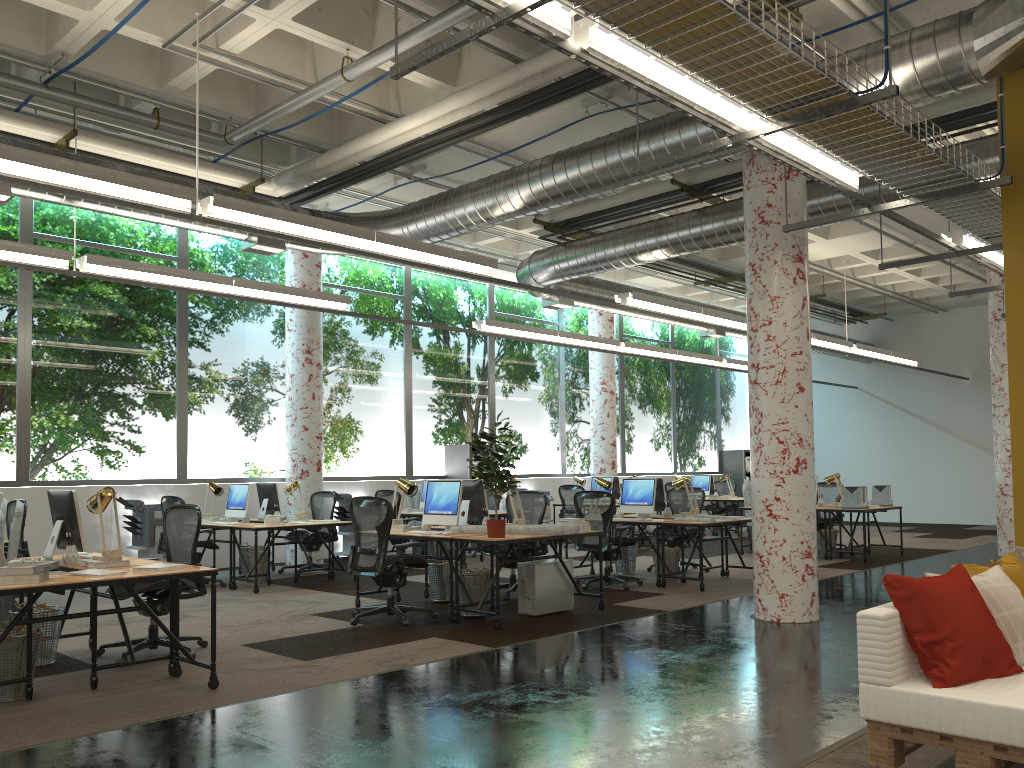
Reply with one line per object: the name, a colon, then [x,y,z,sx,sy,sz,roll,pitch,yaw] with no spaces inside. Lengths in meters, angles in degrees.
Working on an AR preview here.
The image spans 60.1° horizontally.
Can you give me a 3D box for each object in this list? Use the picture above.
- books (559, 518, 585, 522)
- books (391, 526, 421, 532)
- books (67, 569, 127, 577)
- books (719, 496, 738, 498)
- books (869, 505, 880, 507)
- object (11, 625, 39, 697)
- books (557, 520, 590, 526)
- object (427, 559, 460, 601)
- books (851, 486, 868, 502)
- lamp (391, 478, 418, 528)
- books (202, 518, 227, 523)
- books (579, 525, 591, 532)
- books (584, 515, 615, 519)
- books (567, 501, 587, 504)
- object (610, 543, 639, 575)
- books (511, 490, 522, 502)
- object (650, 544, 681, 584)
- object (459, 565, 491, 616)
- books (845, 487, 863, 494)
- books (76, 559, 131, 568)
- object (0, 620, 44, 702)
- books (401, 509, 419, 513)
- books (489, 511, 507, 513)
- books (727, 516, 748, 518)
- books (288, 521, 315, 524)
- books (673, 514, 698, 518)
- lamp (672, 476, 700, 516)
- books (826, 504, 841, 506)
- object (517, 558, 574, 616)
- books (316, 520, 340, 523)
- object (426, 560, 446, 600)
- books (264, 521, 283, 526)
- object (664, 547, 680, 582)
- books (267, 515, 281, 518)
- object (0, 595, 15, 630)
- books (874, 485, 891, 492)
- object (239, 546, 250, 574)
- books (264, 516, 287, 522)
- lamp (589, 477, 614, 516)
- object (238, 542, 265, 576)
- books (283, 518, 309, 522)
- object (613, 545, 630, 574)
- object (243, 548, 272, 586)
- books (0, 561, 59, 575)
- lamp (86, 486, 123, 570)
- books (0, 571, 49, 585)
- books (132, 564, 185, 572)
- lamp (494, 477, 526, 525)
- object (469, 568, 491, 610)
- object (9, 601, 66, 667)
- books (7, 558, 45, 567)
books: [0.552,1.250,8.157,0.185,0.030,0.153,-6,-8,42]
books: [-1.061,1.394,8.542,0.309,0.038,0.226,-6,-8,44]
books: [-2.418,1.101,5.167,0.243,0.019,0.206,-3,-6,21]
books: [4.510,2.355,18.467,0.309,0.038,0.226,-6,-8,44]
books: [5.297,1.800,13.044,0.200,0.024,0.236,-3,-6,17]
object: [-2.912,1.650,5.288,0.235,0.402,0.120,-4,-5,45]
books: [0.564,1.282,8.166,0.193,0.044,0.258,2,-7,-28]
object: [-0.697,1.958,8.933,0.359,0.434,0.354,-4,-5,40]
books: [4.947,1.618,12.643,0.234,0.309,0.068,-5,-5,44]
lamp: [-1.089,1.217,8.579,0.219,0.609,0.529,1,-4,-26]
books: [-3.766,1.719,11.165,0.309,0.038,0.226,-6,-8,44]
books: [0.559,1.327,8.137,0.272,0.050,0.201,-6,-8,41]
books: [1.073,1.621,10.835,0.309,0.038,0.226,-6,-8,44]
books: [1.187,2.174,16.264,0.309,0.038,0.226,-6,-8,44]
object: [1.437,2.185,11.225,0.359,0.434,0.354,-4,-5,40]
books: [0.042,1.724,13.048,0.234,0.309,0.068,-5,-5,44]
object: [1.784,2.083,10.267,0.359,0.434,0.354,-4,-5,40]
object: [-0.351,1.855,7.975,0.359,0.434,0.354,-4,-5,40]
books: [4.844,1.609,12.537,0.234,0.309,0.068,-5,-5,44]
books: [-2.621,1.144,5.678,0.309,0.038,0.226,-6,-8,44]
object: [-2.971,1.632,5.236,0.359,0.434,0.354,-4,-5,40]
books: [-1.590,1.919,13.406,0.309,0.038,0.226,-6,-8,44]
books: [-0.209,1.851,12.830,0.200,0.024,0.236,-3,-6,17]
books: [2.634,1.576,10.475,0.243,0.019,0.206,0,-6,-8]
books: [-2.503,1.649,10.529,0.243,0.019,0.206,-3,-6,21]
books: [2.134,1.594,10.709,0.309,0.038,0.226,-6,-8,44]
lamp: [2.152,1.411,10.688,0.209,0.609,0.529,1,-4,-26]
books: [4.977,1.841,13.494,0.309,0.038,0.226,-6,-8,44]
object: [0.318,1.856,8.138,0.221,0.453,0.542,-4,-6,44]
books: [-2.232,1.665,10.747,0.200,0.024,0.236,-3,-6,17]
object: [-0.756,1.966,8.880,0.235,0.402,0.120,-4,-5,45]
books: [-2.747,1.602,10.195,0.200,0.050,0.272,1,-6,-18]
object: [1.843,2.101,10.319,0.235,0.402,0.120,-4,-5,45]
books: [-2.746,1.526,10.217,0.153,0.030,0.185,1,-6,-18]
object: [-4.456,1.923,7.604,0.353,0.397,0.354,-1,-4,-1]
books: [5.549,1.673,13.262,0.234,0.309,0.068,-5,-5,44]
object: [-3.461,2.292,11.502,0.235,0.402,0.120,-4,-5,45]
books: [-2.730,1.557,10.218,0.193,0.044,0.258,-1,-6,1]
lamp: [1.050,1.445,10.874,0.209,0.609,0.529,1,-4,-26]
object: [-3.402,2.283,11.556,0.359,0.434,0.354,-4,-5,40]
books: [-2.706,1.692,11.040,0.309,0.038,0.226,-6,-8,44]
object: [1.379,2.194,11.172,0.235,0.402,0.120,-4,-5,45]
object: [-3.056,2.180,10.598,0.359,0.434,0.354,-4,-5,40]
books: [-2.646,1.009,4.856,0.193,0.044,0.258,-1,-6,1]
lamp: [-2.598,0.961,5.659,0.219,0.609,0.529,1,-4,-26]
books: [-2.663,1.054,4.834,0.200,0.050,0.272,1,-6,-18]
books: [-2.148,1.116,5.385,0.200,0.024,0.236,-3,-6,17]
lamp: [0.017,1.184,8.395,0.209,0.609,0.529,1,-4,-26]
object: [-0.292,1.873,8.027,0.235,0.402,0.120,-4,-5,45]
object: [-3.317,1.734,6.194,0.359,0.434,0.354,-4,-5,40]
books: [-2.661,0.977,4.855,0.153,0.030,0.185,1,-6,-18]
